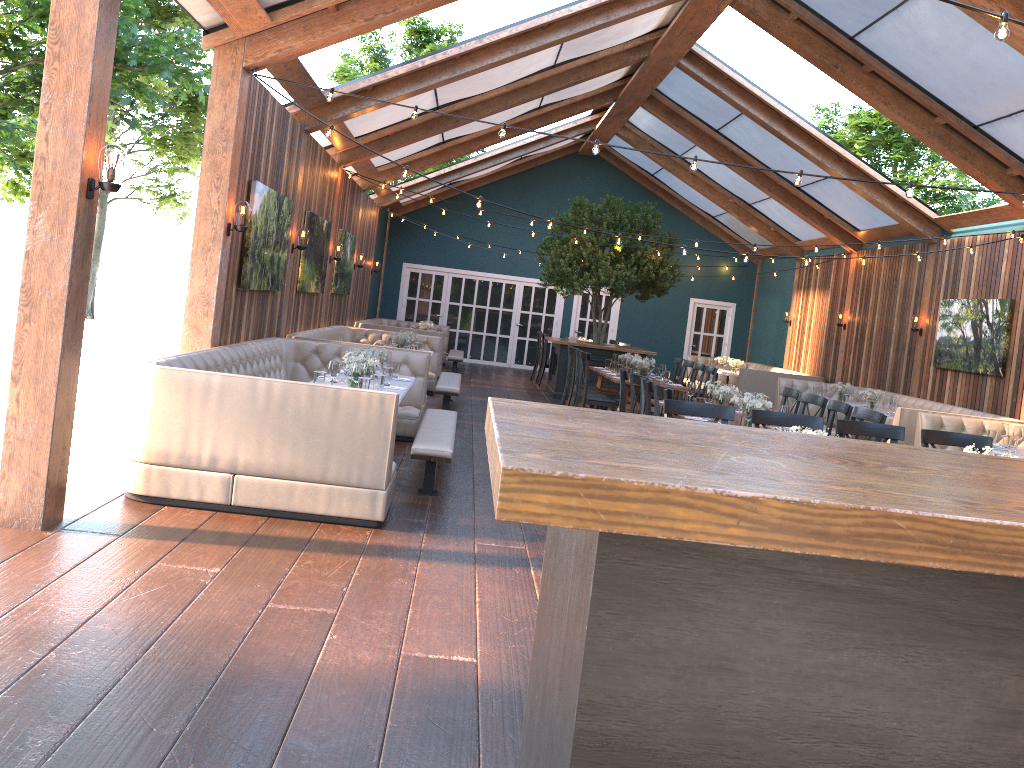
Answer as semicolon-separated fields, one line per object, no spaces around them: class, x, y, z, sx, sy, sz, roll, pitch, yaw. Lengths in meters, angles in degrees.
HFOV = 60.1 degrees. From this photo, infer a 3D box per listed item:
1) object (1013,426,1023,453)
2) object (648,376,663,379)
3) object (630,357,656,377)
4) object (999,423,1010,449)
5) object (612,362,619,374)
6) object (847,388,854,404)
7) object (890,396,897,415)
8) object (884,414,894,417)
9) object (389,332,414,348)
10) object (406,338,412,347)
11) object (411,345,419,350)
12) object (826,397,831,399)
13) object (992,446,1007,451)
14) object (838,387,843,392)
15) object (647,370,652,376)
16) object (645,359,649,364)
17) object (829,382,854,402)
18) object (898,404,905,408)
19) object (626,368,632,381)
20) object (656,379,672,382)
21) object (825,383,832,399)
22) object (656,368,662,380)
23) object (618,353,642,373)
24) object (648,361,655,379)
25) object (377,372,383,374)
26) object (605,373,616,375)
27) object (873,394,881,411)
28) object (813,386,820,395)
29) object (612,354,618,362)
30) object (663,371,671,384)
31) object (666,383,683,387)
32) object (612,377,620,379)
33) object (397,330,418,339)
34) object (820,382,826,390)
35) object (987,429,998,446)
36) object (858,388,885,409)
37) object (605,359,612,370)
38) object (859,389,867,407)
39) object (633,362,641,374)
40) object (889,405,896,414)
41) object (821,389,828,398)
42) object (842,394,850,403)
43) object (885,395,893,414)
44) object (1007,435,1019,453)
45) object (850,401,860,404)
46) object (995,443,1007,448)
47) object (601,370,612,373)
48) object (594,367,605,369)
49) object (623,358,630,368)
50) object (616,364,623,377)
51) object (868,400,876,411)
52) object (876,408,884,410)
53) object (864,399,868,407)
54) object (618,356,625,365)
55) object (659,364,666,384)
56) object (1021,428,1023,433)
object;4.903;0.538;8.581;0.093;0.244;0.092;9;2;45
object;2.018;-0.096;12.475;0.255;0.019;0.158;7;5;-3
object;1.729;-0.213;11.715;0.330;0.309;0.335;9;4;34
object;4.904;0.517;8.823;0.093;0.244;0.092;9;2;45
object;1.429;-0.226;12.308;0.092;0.158;0.092;7;2;3
object;4.711;0.185;12.327;0.093;0.244;0.092;9;2;45
object;4.943;0.288;11.477;0.093;0.244;0.092;9;2;45
object;4.843;0.401;11.338;0.157;0.019;0.256;7;5;-3
object;-1.463;-0.534;11.625;0.337;0.309;0.329;8;3;13
object;-1.341;-0.466;11.391;0.093;0.244;0.092;9;2;45
object;-1.263;-0.419;11.462;0.091;0.158;0.092;6;2;-17
object;4.756;0.201;13.485;0.157;0.019;0.256;7;5;-3
object;4.749;0.625;8.670;0.255;0.019;0.158;7;5;-3
object;4.908;0.126;13.258;0.093;0.244;0.092;9;2;45
object;1.954;-0.195;12.633;0.092;0.158;0.091;8;2;23
object;1.892;-0.234;12.554;0.092;0.244;0.092;7;2;-6
object;4.812;0.113;12.906;0.336;0.309;0.329;7;3;9
object;5.007;0.346;11.394;0.092;0.158;0.091;8;3;33
object;1.470;-0.124;11.205;0.092;0.158;0.091;8;3;33
object;2.037;-0.049;11.938;0.255;0.019;0.158;7;5;-3
object;4.682;0.113;13.099;0.093;0.244;0.092;9;2;45
object;2.006;-0.138;12.099;0.091;0.158;0.092;5;3;-37
object;1.707;-0.308;12.763;0.336;0.309;0.330;6;3;-7
object;1.886;-0.190;12.023;0.093;0.244;0.092;8;2;39
object;-1.351;-0.111;8.643;0.157;0.019;0.256;7;5;-3
object;1.391;-0.130;11.969;0.255;0.019;0.158;7;5;-3
object;4.753;0.260;11.531;0.092;0.244;0.092;7;2;0
object;4.609;0.119;13.427;0.091;0.158;0.092;6;2;-17
object;1.508;-0.319;12.982;0.093;0.244;0.092;9;2;45
object;2.012;-0.086;11.521;0.092;0.158;0.091;8;3;33
object;2.064;0.005;11.352;0.255;0.019;0.158;7;5;-3
object;1.417;-0.076;11.387;0.255;0.019;0.158;7;5;-3
object;-1.510;-0.624;12.583;0.336;0.309;0.329;7;3;9
object;4.683;0.092;13.341;0.093;0.244;0.092;9;2;45
object;4.830;0.544;8.908;0.091;0.158;0.092;6;2;-17
object;4.859;0.203;11.948;0.337;0.309;0.329;8;3;13
object;1.400;-0.281;12.897;0.092;0.158;0.092;7;2;13
object;4.946;0.202;12.459;0.093;0.244;0.092;9;2;45
object;1.589;-0.161;11.298;0.092;0.244;0.092;7;2;0
object;5.061;0.319;11.780;0.091;0.158;0.092;6;2;-17
object;4.593;0.152;13.031;0.091;0.158;0.092;6;2;-17
object;4.622;0.223;12.258;0.091;0.158;0.092;6;2;-17
object;4.982;0.272;11.709;0.093;0.244;0.092;9;2;45
object;4.814;0.577;8.512;0.091;0.158;0.092;6;2;-17
object;5.035;0.263;13.174;0.255;0.019;0.158;7;5;-3
object;4.977;0.627;8.966;0.157;0.019;0.256;7;5;-3
object;1.378;-0.177;12.480;0.255;0.019;0.158;7;5;-3
object;1.331;-0.236;13.082;0.255;0.019;0.158;7;5;-3
object;1.537;-0.219;11.887;0.092;0.244;0.092;7;2;0
object;1.429;-0.180;11.788;0.092;0.158;0.091;8;2;23
object;4.663;0.298;11.463;0.091;0.158;0.092;6;2;-17
object;5.073;0.338;12.374;0.255;0.019;0.158;7;5;-3
object;5.025;0.248;12.529;0.091;0.158;0.092;6;2;-17
object;1.528;-0.264;12.389;0.092;0.244;0.092;7;2;-6
object;1.944;-0.132;11.455;0.092;0.244;0.092;8;2;22
object;5.019;0.537;8.385;0.330;0.309;0.336;8;3;19
